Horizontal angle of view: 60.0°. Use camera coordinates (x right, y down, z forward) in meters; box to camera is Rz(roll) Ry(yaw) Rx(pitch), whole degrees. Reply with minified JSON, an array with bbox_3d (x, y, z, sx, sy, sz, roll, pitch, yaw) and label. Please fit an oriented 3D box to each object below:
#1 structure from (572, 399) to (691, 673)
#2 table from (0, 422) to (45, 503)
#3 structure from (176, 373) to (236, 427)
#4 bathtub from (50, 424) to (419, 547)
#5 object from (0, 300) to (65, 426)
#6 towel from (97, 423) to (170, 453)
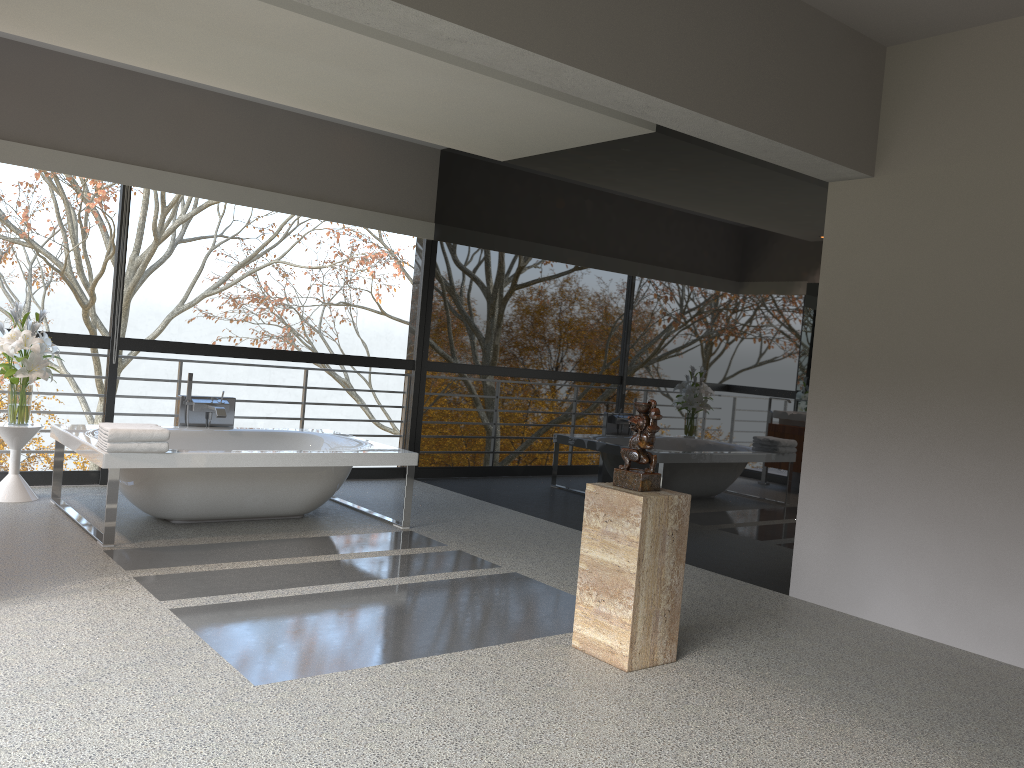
[{"bbox_3d":[0.512,0.596,3.694,0.291,1.074,0.328,4,2,-38],"label":"structure"},{"bbox_3d":[-3.206,0.500,5.720,0.308,0.478,0.307,6,2,35],"label":"table"},{"bbox_3d":[-2.135,0.376,6.292,0.402,0.884,0.330,4,2,-38],"label":"structure"},{"bbox_3d":[-1.812,0.608,5.795,1.957,0.504,1.328,4,2,-38],"label":"bathtub"},{"bbox_3d":[-3.156,-0.135,5.692,0.450,0.796,0.460,5,1,-11],"label":"object"},{"bbox_3d":[-2.079,0.302,4.875,0.321,0.145,0.305,4,2,-35],"label":"towel"}]
